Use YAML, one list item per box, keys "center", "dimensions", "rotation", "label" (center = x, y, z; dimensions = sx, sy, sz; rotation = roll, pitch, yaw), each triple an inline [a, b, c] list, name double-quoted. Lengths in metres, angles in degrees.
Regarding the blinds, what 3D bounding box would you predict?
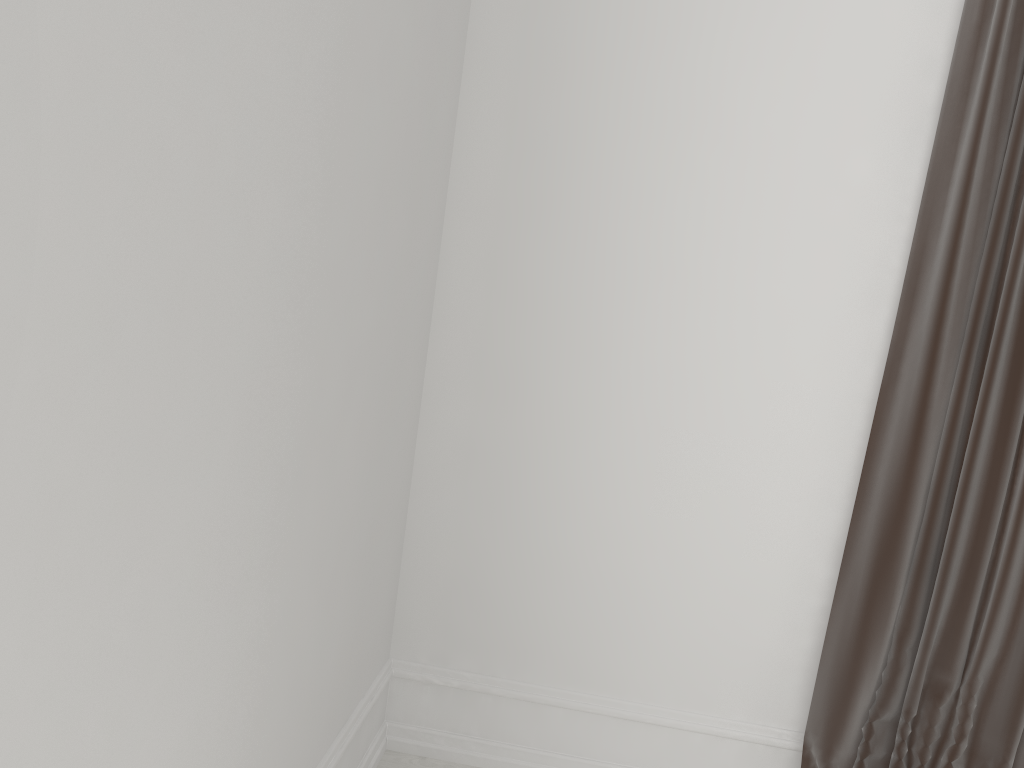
- center: [1.022, -0.297, 1.660]
  dimensions: [0.595, 2.681, 0.246]
  rotation: [9, 6, 14]
  label: "blinds"
